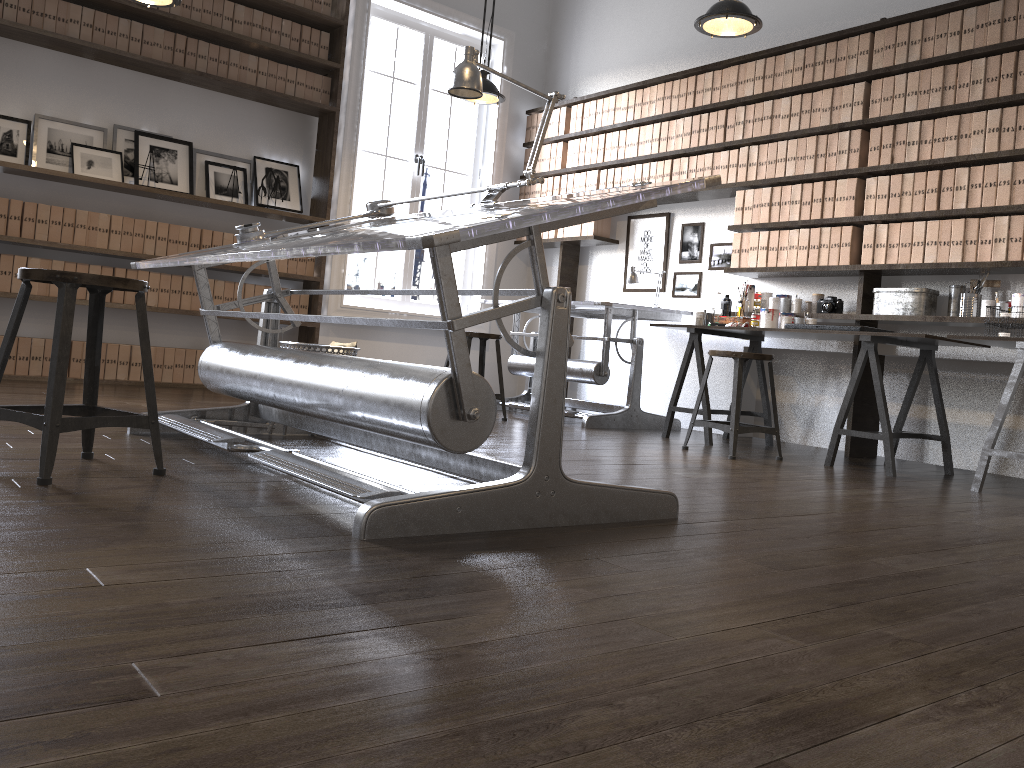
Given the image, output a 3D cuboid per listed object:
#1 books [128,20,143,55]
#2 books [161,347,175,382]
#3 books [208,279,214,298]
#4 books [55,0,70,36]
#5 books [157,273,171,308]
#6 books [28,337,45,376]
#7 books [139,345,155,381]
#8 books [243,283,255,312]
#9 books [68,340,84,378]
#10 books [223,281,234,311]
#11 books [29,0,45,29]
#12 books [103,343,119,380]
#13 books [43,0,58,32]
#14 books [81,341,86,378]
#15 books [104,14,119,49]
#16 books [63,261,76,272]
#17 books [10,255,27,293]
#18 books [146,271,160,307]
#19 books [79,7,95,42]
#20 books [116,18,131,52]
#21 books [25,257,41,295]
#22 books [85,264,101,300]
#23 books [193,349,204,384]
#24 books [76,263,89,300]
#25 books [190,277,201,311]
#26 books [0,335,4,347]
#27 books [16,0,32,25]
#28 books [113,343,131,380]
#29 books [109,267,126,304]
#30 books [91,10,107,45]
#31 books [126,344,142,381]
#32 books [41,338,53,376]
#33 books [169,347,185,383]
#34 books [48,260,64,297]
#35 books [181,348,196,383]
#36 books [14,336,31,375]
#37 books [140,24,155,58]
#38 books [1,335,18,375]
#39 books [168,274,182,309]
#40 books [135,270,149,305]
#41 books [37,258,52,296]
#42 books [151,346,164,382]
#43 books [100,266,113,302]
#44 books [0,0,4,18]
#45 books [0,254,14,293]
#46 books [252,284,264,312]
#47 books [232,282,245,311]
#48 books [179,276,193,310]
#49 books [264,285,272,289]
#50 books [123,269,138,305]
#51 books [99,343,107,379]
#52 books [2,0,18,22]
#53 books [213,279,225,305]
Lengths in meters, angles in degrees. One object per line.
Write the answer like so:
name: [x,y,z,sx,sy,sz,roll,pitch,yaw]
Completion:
books: [-2.419,-2.174,5.638,0.066,0.226,0.175,6,0,-38]
books: [-2.294,-0.129,5.845,0.067,0.226,0.175,6,0,-38]
books: [-2.085,-0.599,5.984,0.066,0.226,0.175,6,0,-38]
books: [-2.749,-2.194,5.384,0.066,0.226,0.175,6,0,-38]
books: [-2.308,-0.613,5.817,0.066,0.226,0.175,6,0,-38]
books: [-2.898,-0.166,5.370,0.066,0.226,0.175,6,0,-38]
books: [-2.397,-0.135,5.767,0.066,0.226,0.175,6,0,-38]
books: [-1.865,-0.586,6.160,0.067,0.226,0.175,6,0,-38]
books: [-2.728,-0.156,5.510,0.066,0.226,0.175,6,0,-38]
books: [-1.978,-0.593,6.078,0.066,0.226,0.175,6,0,-38]
books: [-2.855,-2.201,5.302,0.066,0.226,0.175,6,0,-38]
books: [-2.567,-0.146,5.629,0.066,0.226,0.175,6,0,-38]
books: [-2.799,-2.197,5.339,0.067,0.226,0.175,6,0,-38]
books: [-2.676,-0.153,5.549,0.066,0.226,0.175,6,0,-38]
books: [-2.535,-2.181,5.556,0.066,0.226,0.175,6,0,-38]
books: [-2.753,-0.641,5.464,0.066,0.226,0.175,6,0,-38]
books: [-2.961,-0.653,5.294,0.067,0.226,0.175,6,0,-38]
books: [-2.360,-0.616,5.771,0.066,0.226,0.175,6,0,-38]
books: [-2.641,-2.187,5.465,0.067,0.226,0.175,6,0,-38]
books: [-2.478,-2.177,5.596,0.066,0.226,0.175,6,0,-38]
books: [-2.906,-0.650,5.340,0.066,0.226,0.175,6,0,-38]
books: [-2.640,-0.633,5.548,0.066,0.226,0.175,6,0,-38]
books: [-2.130,-0.119,5.975,0.067,0.226,0.175,6,0,-38]
books: [-2.698,-0.637,5.508,0.066,0.226,0.175,6,0,-38]
books: [-2.141,-0.603,5.939,0.067,0.226,0.175,6,0,-38]
books: [-3.061,-0.176,5.240,0.067,0.226,0.175,6,0,-38]
books: [-2.911,-2.204,5.259,0.066,0.226,0.175,6,0,-38]
books: [-2.512,-0.143,5.676,0.066,0.226,0.175,6,0,-38]
books: [-2.525,-0.626,5.638,0.067,0.226,0.175,6,0,-38]
books: [-2.589,-2.184,5.512,0.066,0.226,0.175,6,0,-38]
books: [-2.453,-0.139,5.721,0.067,0.226,0.175,6,0,-38]
books: [-2.845,-0.163,5.418,0.066,0.226,0.175,6,0,-38]
books: [-2.244,-0.126,5.893,0.066,0.226,0.175,6,0,-38]
books: [-2.803,-0.643,5.418,0.067,0.226,0.175,6,0,-38]
books: [-2.188,-0.123,5.935,0.066,0.226,0.175,6,0,-38]
books: [-2.956,-0.170,5.330,0.066,0.226,0.175,6,0,-38]
books: [-2.363,-2.170,5.683,0.067,0.226,0.175,6,0,-38]
books: [-3.011,-0.173,5.286,0.066,0.226,0.175,6,0,-38]
books: [-2.252,-0.610,5.859,0.066,0.226,0.175,6,0,-38]
books: [-2.415,-0.620,5.723,0.066,0.226,0.175,6,0,-38]
books: [-2.858,-0.647,5.380,0.066,0.226,0.175,6,0,-38]
books: [-2.349,-0.133,5.807,0.066,0.226,0.175,6,0,-38]
books: [-2.587,-0.630,5.596,0.066,0.226,0.175,6,0,-38]
books: [-3.022,-2.211,5.171,0.066,0.226,0.175,6,0,-38]
books: [-3.019,-0.657,5.254,0.066,0.226,0.175,6,0,-38]
books: [-1.809,-0.582,6.206,0.066,0.226,0.175,6,0,-38]
books: [-1.922,-0.589,6.119,0.066,0.226,0.175,6,0,-38]
books: [-2.193,-0.606,5.904,0.066,0.226,0.175,6,0,-38]
books: [-1.761,-0.580,6.246,0.066,0.226,0.175,6,0,-38]
books: [-2.471,-0.623,5.688,0.066,0.226,0.175,6,0,-38]
books: [-2.624,-0.149,5.584,0.067,0.226,0.175,6,0,-38]
books: [-2.963,-2.207,5.212,0.066,0.226,0.175,6,0,-38]
books: [-2.030,-0.596,6.032,0.066,0.226,0.175,6,0,-38]
